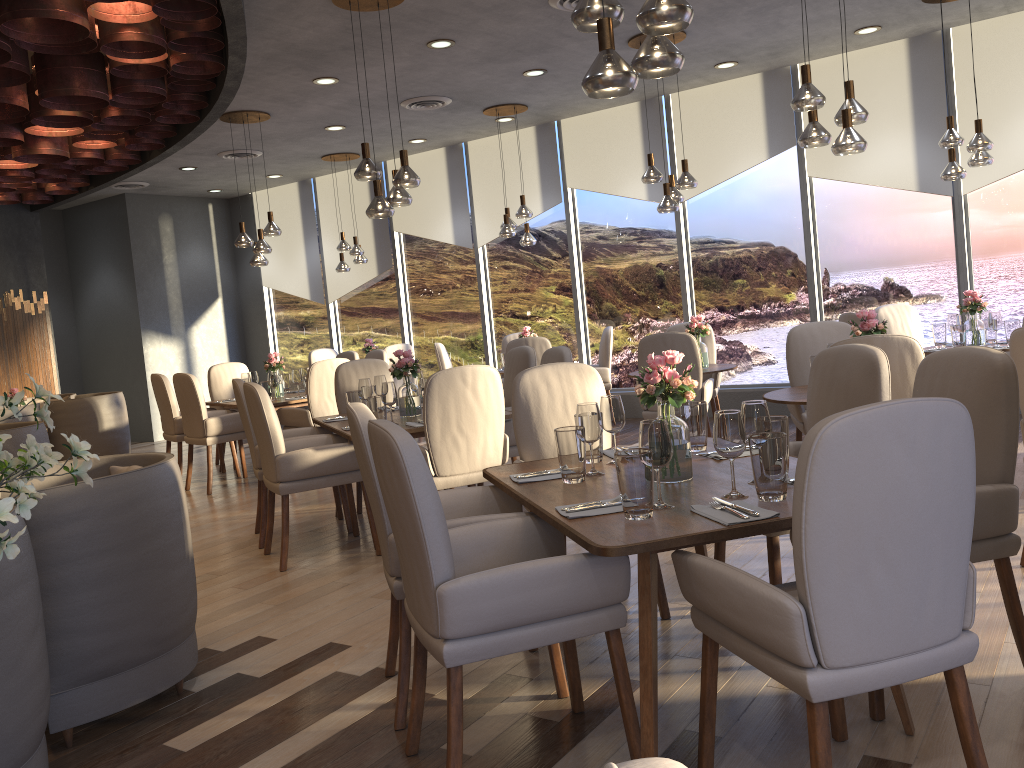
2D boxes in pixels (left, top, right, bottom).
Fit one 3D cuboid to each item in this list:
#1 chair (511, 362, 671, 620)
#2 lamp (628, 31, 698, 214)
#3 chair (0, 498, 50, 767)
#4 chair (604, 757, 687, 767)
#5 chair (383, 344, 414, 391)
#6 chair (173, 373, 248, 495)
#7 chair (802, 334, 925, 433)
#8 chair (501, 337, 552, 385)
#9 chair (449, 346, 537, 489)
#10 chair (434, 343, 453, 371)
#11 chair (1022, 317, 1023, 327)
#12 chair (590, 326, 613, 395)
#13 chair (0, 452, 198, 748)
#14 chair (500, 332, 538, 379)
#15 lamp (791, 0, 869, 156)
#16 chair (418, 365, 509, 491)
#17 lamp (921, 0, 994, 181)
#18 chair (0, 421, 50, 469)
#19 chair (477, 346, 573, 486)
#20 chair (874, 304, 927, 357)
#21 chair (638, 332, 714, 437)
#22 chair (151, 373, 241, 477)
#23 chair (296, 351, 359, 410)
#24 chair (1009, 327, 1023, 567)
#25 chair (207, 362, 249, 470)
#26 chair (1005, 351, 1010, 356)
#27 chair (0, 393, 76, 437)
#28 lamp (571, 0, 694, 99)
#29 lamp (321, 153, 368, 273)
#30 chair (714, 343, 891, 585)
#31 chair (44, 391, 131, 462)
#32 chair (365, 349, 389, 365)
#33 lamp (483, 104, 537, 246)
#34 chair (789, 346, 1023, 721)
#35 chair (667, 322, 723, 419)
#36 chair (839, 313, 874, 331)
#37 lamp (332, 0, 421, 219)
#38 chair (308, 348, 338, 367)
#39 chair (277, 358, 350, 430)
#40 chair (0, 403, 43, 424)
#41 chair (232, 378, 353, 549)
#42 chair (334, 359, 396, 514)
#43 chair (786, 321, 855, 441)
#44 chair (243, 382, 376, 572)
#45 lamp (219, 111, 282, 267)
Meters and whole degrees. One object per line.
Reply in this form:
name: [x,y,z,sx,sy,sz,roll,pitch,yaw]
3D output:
chair: [0.288,0.422,3.653,0.528,0.998,0.600,-6,3,-12]
lamp: [1.166,-1.969,6.776,0.439,1.324,0.440,-3,4,37]
chair: [-1.572,0.798,2.262,0.595,0.836,0.776,-2,5,44]
chair: [0.403,0.678,0.459,0.600,0.998,0.529,-6,3,-12]
chair: [-1.379,0.057,9.931,0.529,0.998,0.599,-8,4,-41]
chair: [-2.458,0.369,7.447,0.601,0.998,0.528,-9,5,-43]
chair: [1.634,0.258,4.060,0.528,0.998,0.601,-5,3,12]
chair: [0.177,0.057,8.145,0.528,0.998,0.601,-6,3,-2]
chair: [-0.121,0.270,5.942,0.600,0.998,0.528,-7,4,-24]
chair: [-0.421,0.062,8.772,0.600,0.998,0.529,-5,3,1]
chair: [3.428,-0.067,5.880,0.528,0.998,0.600,-6,3,-11]
chair: [0.734,-0.046,8.728,0.599,0.998,0.529,-5,3,1]
chair: [-1.454,0.710,3.183,0.596,0.836,0.774,-8,5,-35]
chair: [0.146,-0.037,9.305,0.528,0.998,0.601,-6,3,-3]
lamp: [1.591,-1.823,4.537,0.439,1.324,0.440,-3,4,42]
chair: [-0.305,0.395,4.663,0.529,0.998,0.600,-7,4,-24]
lamp: [3.200,-2.126,6.305,0.439,1.324,0.440,-5,3,2]
chair: [-3.112,0.684,5.402,0.596,0.836,0.775,-6,4,-15]
chair: [0.087,0.294,5.416,0.600,0.998,0.528,-7,4,-19]
chair: [3.217,-0.142,7.021,0.528,0.998,0.600,-6,3,-12]
chair: [1.171,0.114,6.320,0.528,0.998,0.601,-5,4,16]
chair: [-2.828,0.368,7.880,0.601,0.998,0.528,-8,4,-36]
chair: [-1.788,0.199,8.709,0.601,0.998,0.528,-9,4,-41]
chair: [2.334,0.242,3.439,0.600,0.998,0.529,-6,3,-9]
chair: [-2.663,0.283,8.710,0.529,0.998,0.599,-8,4,-36]
chair: [3.887,-0.167,6.543,0.600,0.998,0.529,-6,3,-8]
chair: [-4.622,0.546,8.790,0.774,0.836,0.596,-6,4,-10]
lamp: [0.327,-1.549,2.718,0.439,1.324,0.440,-4,3,20]
lamp: [-1.912,-1.963,10.255,0.439,1.324,0.440,-3,4,34]
chair: [1.077,0.376,3.291,0.600,0.998,0.528,-7,3,-17]
chair: [-3.872,0.519,8.239,0.595,0.836,0.775,-6,4,-5]
chair: [-1.438,0.202,8.265,0.601,0.998,0.528,-8,4,-36]
lamp: [-0.001,-2.014,8.661,0.439,1.324,0.440,-4,4,28]
chair: [1.217,0.408,2.743,0.600,0.998,0.529,-6,3,-12]
chair: [1.503,-0.011,7.429,0.528,0.998,0.601,-5,4,15]
chair: [2.740,-0.045,6.406,0.600,0.998,0.529,-6,3,-8]
lamp: [-0.793,-1.659,5.333,0.439,1.324,0.440,-3,4,40]
chair: [-2.134,0.056,10.813,0.529,0.998,0.599,-9,5,-42]
chair: [-1.600,0.288,7.421,0.529,0.998,0.599,-8,4,-41]
chair: [-4.388,0.633,7.483,0.775,0.836,0.596,-7,4,-15]
chair: [-1.357,0.430,5.454,0.600,0.998,0.528,-7,4,-19]
chair: [-0.959,0.329,6.199,0.529,0.998,0.600,-7,4,-19]
chair: [1.880,0.140,5.192,0.528,0.998,0.601,-5,3,11]
chair: [-1.128,0.451,4.932,0.600,0.998,0.528,-7,4,-26]
lamp: [-2.321,-1.731,7.952,0.440,1.324,0.440,-6,3,-16]
